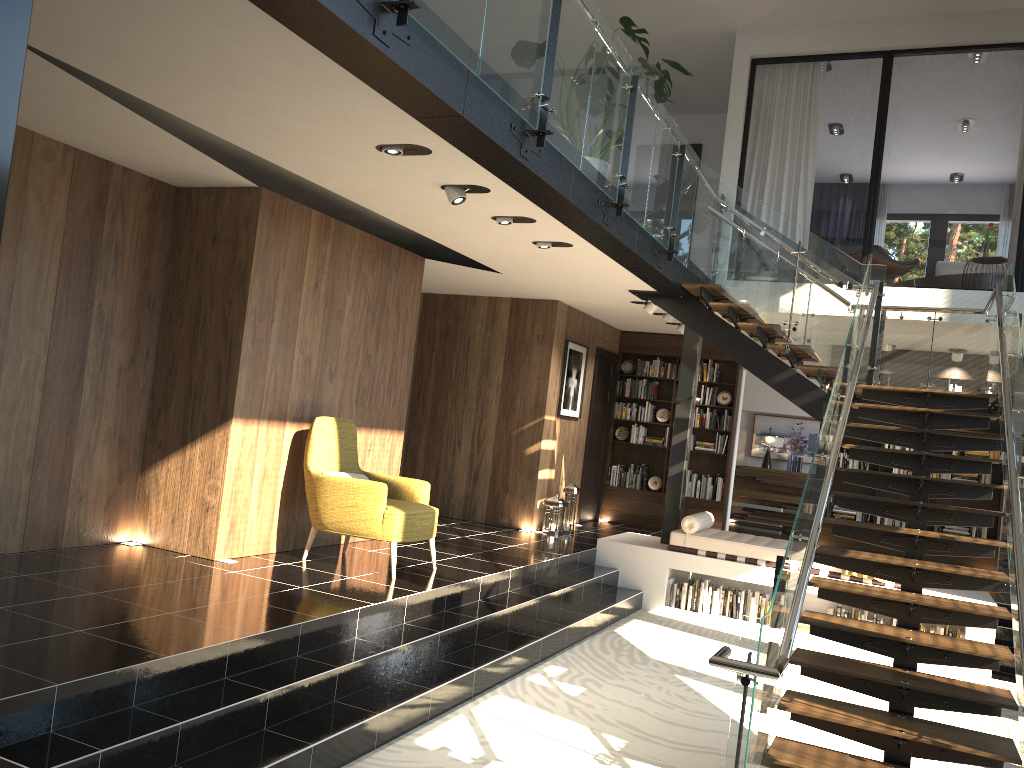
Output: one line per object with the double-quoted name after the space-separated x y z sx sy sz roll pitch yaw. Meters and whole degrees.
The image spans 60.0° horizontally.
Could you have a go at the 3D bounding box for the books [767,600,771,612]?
2.576 2.283 8.862 0.028 0.232 0.206 6 -2 24 "books"

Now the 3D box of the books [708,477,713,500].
2.683 1.411 11.977 0.011 0.300 0.154 6 -2 24 "books"

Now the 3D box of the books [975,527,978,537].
5.569 1.690 10.626 0.027 0.311 0.149 6 -2 24 "books"

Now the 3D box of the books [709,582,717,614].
2.059 2.190 9.074 0.020 0.313 0.139 6 -2 24 "books"

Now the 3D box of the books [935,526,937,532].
5.179 1.676 10.815 0.024 0.263 0.174 6 -2 24 "books"

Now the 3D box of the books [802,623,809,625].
2.946 2.353 8.746 0.249 0.026 0.148 6 -3 22 "books"

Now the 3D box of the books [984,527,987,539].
5.648 1.716 10.579 0.025 0.274 0.205 6 -2 24 "books"

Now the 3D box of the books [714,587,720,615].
2.106 2.217 9.063 0.021 0.270 0.148 6 -2 24 "books"

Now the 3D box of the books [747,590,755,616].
2.415 2.242 8.965 0.025 0.287 0.169 6 -2 24 "books"

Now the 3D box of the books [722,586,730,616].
2.195 2.222 9.096 0.025 0.285 0.137 6 -2 24 "books"

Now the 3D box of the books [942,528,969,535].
5.360 1.785 10.719 0.286 0.030 0.176 6 -3 23 "books"

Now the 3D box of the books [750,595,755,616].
2.427 2.262 8.933 0.027 0.246 0.193 6 -2 24 "books"

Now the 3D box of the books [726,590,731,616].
2.222 2.235 9.048 0.019 0.261 0.183 6 -2 24 "books"

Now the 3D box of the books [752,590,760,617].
2.461 2.237 8.938 0.026 0.305 0.187 6 -2 24 "books"

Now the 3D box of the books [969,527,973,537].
5.513 1.717 10.644 0.026 0.246 0.149 6 -2 24 "books"

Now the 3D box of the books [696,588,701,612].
1.937 2.216 9.121 0.029 0.237 0.147 6 -2 24 "books"

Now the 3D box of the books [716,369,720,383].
2.809 -0.105 12.088 0.022 0.195 0.136 6 -2 24 "books"

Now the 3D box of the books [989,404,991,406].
5.767 0.166 10.705 0.030 0.231 0.177 6 -2 24 "books"

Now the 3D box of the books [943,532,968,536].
5.360 1.814 10.726 0.273 0.025 0.156 6 -3 22 "books"

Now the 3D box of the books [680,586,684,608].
1.785 2.208 9.203 0.020 0.225 0.156 6 -2 24 "books"

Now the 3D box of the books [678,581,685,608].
1.767 2.191 9.220 0.030 0.256 0.145 6 -2 24 "books"

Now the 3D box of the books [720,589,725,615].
2.170 2.239 9.107 0.026 0.246 0.149 6 -2 24 "books"

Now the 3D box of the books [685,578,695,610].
1.843 2.169 9.177 0.029 0.314 0.163 6 -2 24 "books"

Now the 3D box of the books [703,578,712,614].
2.001 2.172 9.091 0.051 0.338 0.188 6 -2 24 "books"

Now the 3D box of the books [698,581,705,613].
1.956 2.181 9.088 0.028 0.309 0.211 6 -2 24 "books"

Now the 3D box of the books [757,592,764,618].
2.501 2.246 8.919 0.023 0.293 0.157 6 -2 24 "books"

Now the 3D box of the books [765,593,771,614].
2.568 2.254 8.916 0.036 0.293 0.128 6 -2 24 "books"

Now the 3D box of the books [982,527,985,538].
5.628 1.725 10.595 0.023 0.254 0.191 6 -2 24 "books"

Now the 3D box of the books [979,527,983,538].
5.610 1.733 10.611 0.022 0.234 0.179 6 -2 24 "books"

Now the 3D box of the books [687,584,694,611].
1.850 2.198 9.132 0.027 0.254 0.204 6 -2 24 "books"

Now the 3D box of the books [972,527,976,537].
5.543 1.680 10.636 0.030 0.325 0.195 6 -2 24 "books"

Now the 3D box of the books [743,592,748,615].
2.373 2.246 8.994 0.029 0.271 0.129 6 -2 24 "books"

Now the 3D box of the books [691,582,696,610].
1.889 2.191 9.150 0.028 0.279 0.121 6 -2 24 "books"

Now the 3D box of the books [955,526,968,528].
5.373 1.709 10.730 0.251 0.026 0.148 6 -3 20 "books"

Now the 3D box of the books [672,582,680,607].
1.701 2.191 9.215 0.027 0.241 0.150 6 -2 24 "books"

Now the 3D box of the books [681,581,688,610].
1.800 2.184 9.165 0.035 0.273 0.200 6 -2 24 "books"

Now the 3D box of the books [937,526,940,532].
5.192 1.709 10.791 0.025 0.199 0.149 6 -2 24 "books"

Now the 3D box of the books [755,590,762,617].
2.480 2.238 8.924 0.020 0.305 0.172 6 -2 24 "books"

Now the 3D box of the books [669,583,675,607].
1.676 2.194 9.223 0.024 0.229 0.171 6 -2 24 "books"

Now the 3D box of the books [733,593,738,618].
2.279 2.255 9.027 0.050 0.234 0.149 6 -2 24 "books"

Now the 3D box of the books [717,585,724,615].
2.135 2.208 9.075 0.020 0.295 0.102 6 -2 24 "books"

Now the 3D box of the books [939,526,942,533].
5.215 1.692 10.774 0.026 0.238 0.159 6 -2 24 "books"

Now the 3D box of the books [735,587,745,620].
2.312 2.224 8.989 0.033 0.299 0.196 6 -2 24 "books"

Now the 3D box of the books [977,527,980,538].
5.593 1.715 10.624 0.023 0.267 0.147 6 -2 24 "books"

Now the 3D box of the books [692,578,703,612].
1.906 2.169 9.114 0.030 0.322 0.203 6 -2 24 "books"

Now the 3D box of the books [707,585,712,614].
2.032 2.203 9.074 0.025 0.282 0.149 6 -2 24 "books"

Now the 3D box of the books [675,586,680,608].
1.736 2.210 9.228 0.029 0.211 0.130 6 -2 24 "books"

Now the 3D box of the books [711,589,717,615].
2.076 2.228 9.060 0.029 0.240 0.165 6 -2 24 "books"

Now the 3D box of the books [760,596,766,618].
2.530 2.271 8.920 0.034 0.252 0.151 6 -2 24 "books"

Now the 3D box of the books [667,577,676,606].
1.663 2.165 9.247 0.024 0.285 0.130 6 -2 24 "books"

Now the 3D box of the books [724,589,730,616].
2.209 2.235 9.072 0.023 0.260 0.133 6 -2 24 "books"

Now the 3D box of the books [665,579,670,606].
1.647 2.171 9.271 0.025 0.270 0.156 6 -2 24 "books"

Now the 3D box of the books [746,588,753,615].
2.399 2.230 8.983 0.023 0.308 0.126 6 -2 24 "books"

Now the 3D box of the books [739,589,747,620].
2.343 2.231 8.989 0.025 0.293 0.205 6 -2 24 "books"

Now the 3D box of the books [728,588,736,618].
2.241 2.226 9.031 0.028 0.282 0.173 6 -2 24 "books"
